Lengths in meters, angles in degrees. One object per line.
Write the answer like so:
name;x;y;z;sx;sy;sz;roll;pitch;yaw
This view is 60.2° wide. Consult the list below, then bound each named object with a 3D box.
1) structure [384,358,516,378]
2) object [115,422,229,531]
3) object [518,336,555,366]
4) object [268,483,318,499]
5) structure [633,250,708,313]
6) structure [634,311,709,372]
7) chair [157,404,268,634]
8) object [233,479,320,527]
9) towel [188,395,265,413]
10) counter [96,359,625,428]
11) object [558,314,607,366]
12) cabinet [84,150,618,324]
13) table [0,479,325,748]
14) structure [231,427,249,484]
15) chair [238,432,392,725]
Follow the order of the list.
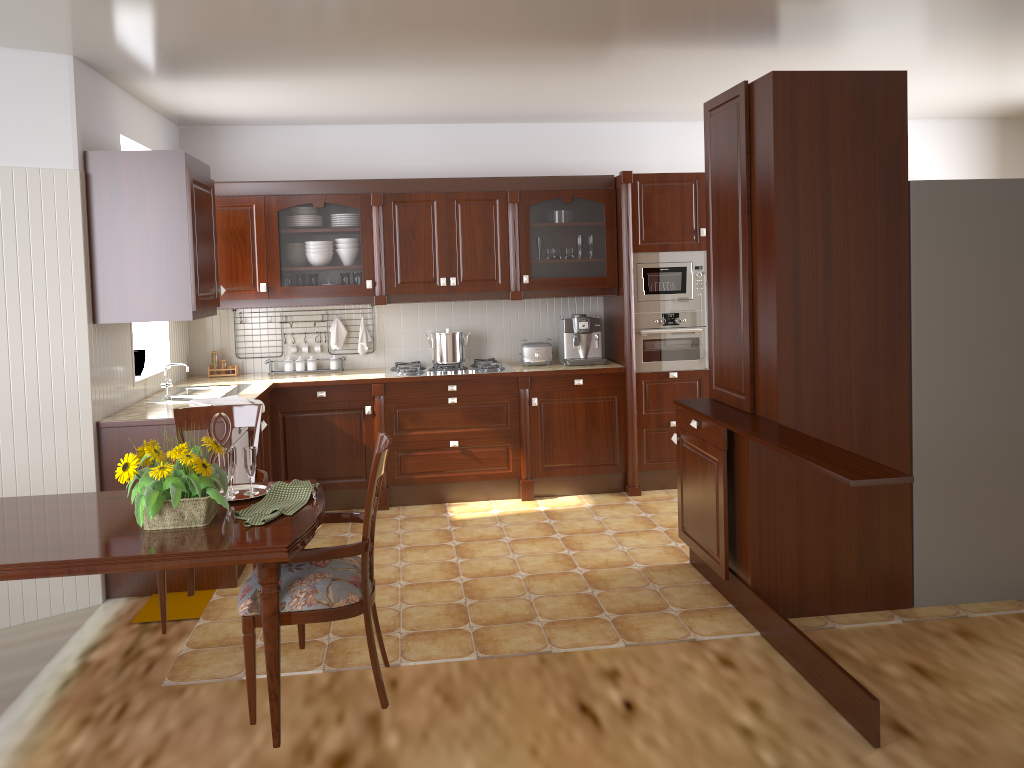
structure;-0.412;-0.112;5.722;0.816;0.046;0.594;-3;7;-7
object;-0.956;0.257;2.499;0.299;0.336;0.320;-3;5;-15
object;0.162;-0.216;5.815;0.243;0.187;0.141;-2;4;-6
object;-0.677;0.331;2.729;0.146;0.046;0.047;-1;5;6
structure;0.984;-0.668;5.774;0.495;0.384;0.318;-2;5;-7
structure;1.016;-0.270;5.636;0.494;0.373;0.041;-2;3;-7
chair;-1.112;0.482;3.315;0.405;0.742;0.461;-2;4;-10
object;-0.696;0.334;2.687;0.166;0.056;0.531;-1;7;6
towel;-1.396;0.114;4.397;0.345;0.097;0.330;-8;10;-44
counter;-0.621;0.011;5.085;2.783;0.032;1.836;-3;7;-7
object;0.460;-0.295;5.840;0.274;0.320;0.325;-2;5;-7
cabinet;-0.622;-0.809;4.845;2.781;0.775;1.377;-3;6;-7
table;-1.385;0.680;2.536;1.678;0.555;0.739;-3;6;-7
structure;-1.503;0.530;4.318;0.379;0.743;0.426;-2;4;-7
chair;-0.576;0.552;2.635;0.459;0.742;0.406;-2;4;-7
